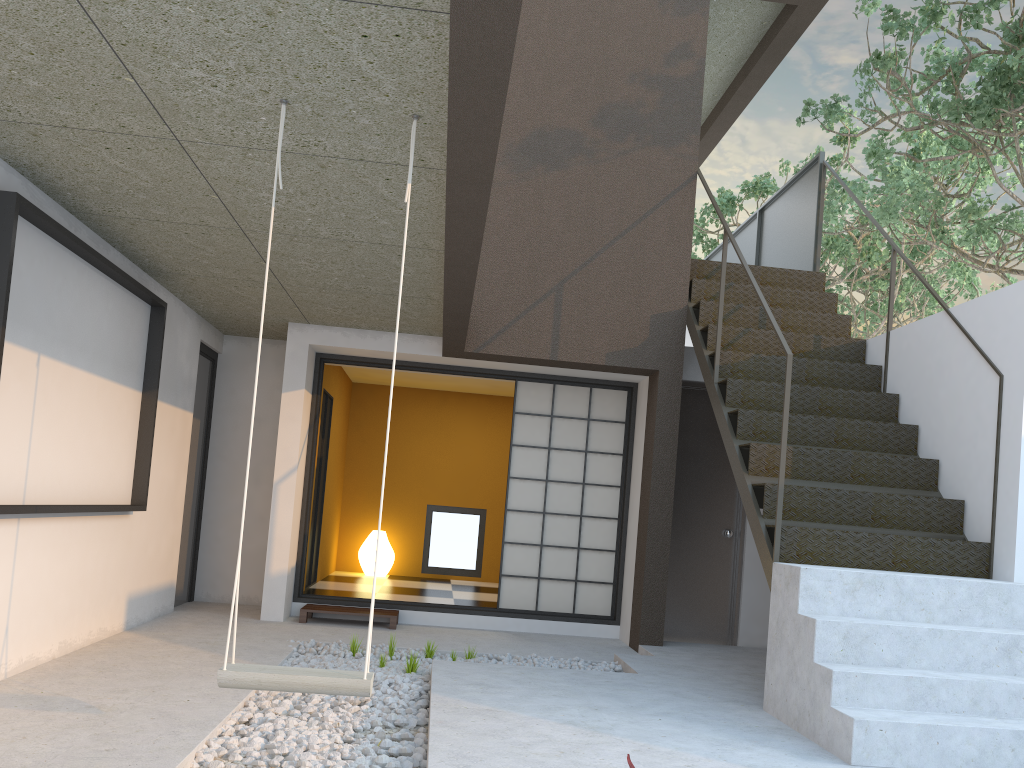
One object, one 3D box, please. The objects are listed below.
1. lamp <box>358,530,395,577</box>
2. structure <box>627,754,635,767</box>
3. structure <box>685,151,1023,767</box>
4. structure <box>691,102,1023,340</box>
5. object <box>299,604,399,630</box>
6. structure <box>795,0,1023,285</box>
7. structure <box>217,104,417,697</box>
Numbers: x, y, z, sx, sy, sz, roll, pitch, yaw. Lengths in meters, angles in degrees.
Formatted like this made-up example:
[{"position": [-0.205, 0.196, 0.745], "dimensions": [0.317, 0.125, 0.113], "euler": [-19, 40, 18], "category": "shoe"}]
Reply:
[{"position": [-1.442, 1.812, 9.404], "dimensions": [0.388, 0.497, 0.396], "euler": [6, -5, -15], "category": "lamp"}, {"position": [0.557, 1.183, 2.212], "dimensions": [1.204, 0.290, 0.752], "euler": [5, -7, -4], "category": "structure"}, {"position": [1.784, 0.026, 6.831], "dimensions": [1.159, 3.922, 6.594], "euler": [5, -7, -4], "category": "structure"}, {"position": [4.862, -1.053, 13.261], "dimensions": [5.532, 4.678, 7.323], "euler": [7, -7, -24], "category": "structure"}, {"position": [-1.210, 1.742, 6.620], "dimensions": [0.703, 0.100, 0.352], "euler": [5, -8, -4], "category": "object"}, {"position": [4.815, -1.877, 6.649], "dimensions": [4.353, 3.681, 5.762], "euler": [7, -7, -24], "category": "structure"}, {"position": [-0.595, 0.034, 2.792], "dimensions": [0.462, 1.858, 0.129], "euler": [5, -3, -5], "category": "structure"}]
